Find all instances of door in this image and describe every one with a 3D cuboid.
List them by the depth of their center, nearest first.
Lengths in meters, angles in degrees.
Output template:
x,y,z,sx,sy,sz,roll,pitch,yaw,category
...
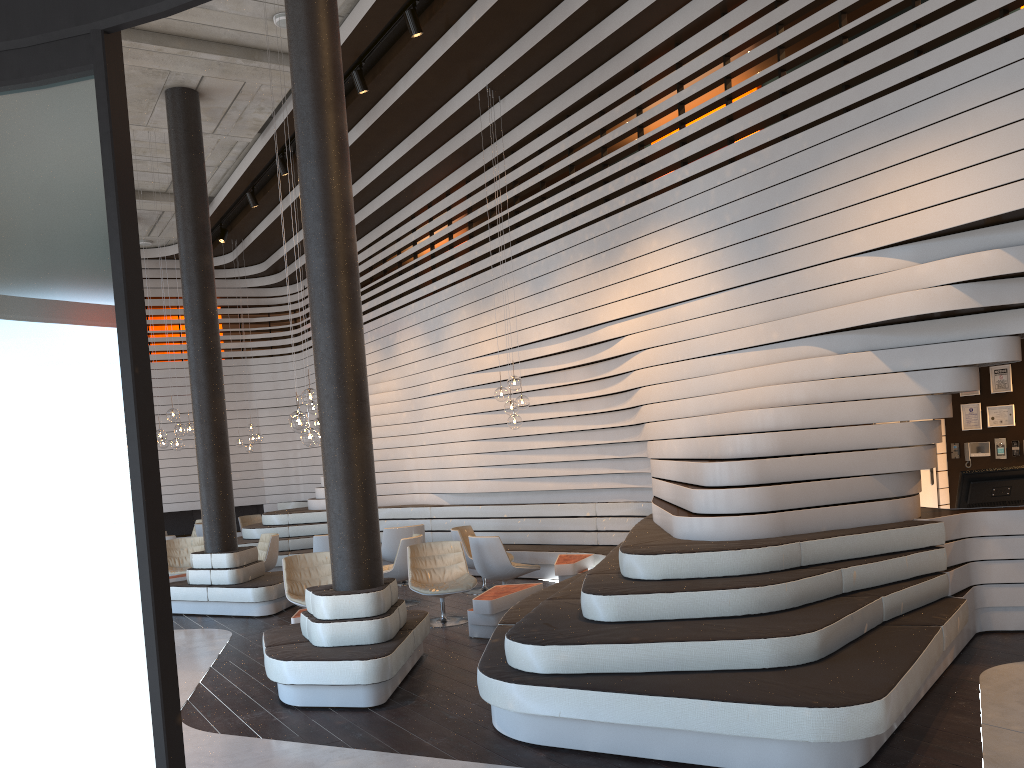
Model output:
x,y,z,sx,sy,sz,roll,pitch,yaw,category
-1.115,0.366,0.144,3.179,2.857,3.278,-4,-2,-24,door
3.953,0.952,8.838,0.962,2.110,0.164,-5,2,-30,door

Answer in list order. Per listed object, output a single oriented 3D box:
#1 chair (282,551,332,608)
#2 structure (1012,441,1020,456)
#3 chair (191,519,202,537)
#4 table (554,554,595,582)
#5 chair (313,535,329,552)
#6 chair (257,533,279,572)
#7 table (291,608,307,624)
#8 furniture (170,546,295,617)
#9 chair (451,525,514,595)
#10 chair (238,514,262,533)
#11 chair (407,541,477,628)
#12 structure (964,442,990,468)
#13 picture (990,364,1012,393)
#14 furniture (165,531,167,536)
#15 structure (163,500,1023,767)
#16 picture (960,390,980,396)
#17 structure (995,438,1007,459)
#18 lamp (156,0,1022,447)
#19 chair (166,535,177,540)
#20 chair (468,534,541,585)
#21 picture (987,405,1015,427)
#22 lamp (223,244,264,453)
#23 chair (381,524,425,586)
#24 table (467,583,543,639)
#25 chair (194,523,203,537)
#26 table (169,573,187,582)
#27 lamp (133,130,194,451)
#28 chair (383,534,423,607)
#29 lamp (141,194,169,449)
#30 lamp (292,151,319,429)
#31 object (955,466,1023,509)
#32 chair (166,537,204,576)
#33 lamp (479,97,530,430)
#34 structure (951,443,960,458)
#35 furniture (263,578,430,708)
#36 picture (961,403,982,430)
x,y,z,sx,sy,sz,roll,pitch,yaw,category
-1.850,2.031,8.484,0.651,0.768,0.717,-4,-1,-30,chair
4.855,0.620,8.493,0.019,0.147,0.063,-5,1,-31,structure
-6.040,2.953,16.528,0.704,0.768,0.662,-4,-1,-29,chair
0.721,2.140,9.895,0.414,0.370,0.905,-4,-3,6,table
-2.220,2.266,11.243,0.654,0.768,0.713,-4,-1,-11,chair
-3.406,2.385,11.624,0.705,0.768,0.662,-4,-1,-28,chair
-1.526,2.150,7.759,0.898,0.371,0.417,-3,-2,-28,table
-3.175,2.308,10.527,1.787,0.723,1.265,-6,-3,30,furniture
-0.342,2.063,10.431,0.713,0.768,0.653,-5,-1,14,chair
-4.812,2.878,16.774,0.717,0.768,0.651,-5,-1,32,chair
-0.692,1.955,8.643,0.653,0.768,0.714,-4,-1,-15,chair
4.660,0.712,8.831,0.026,0.254,0.260,-5,0,-33,structure
4.746,-0.049,8.560,0.014,0.263,0.204,-5,0,-31,picture
-6.393,2.879,14.874,1.263,0.723,1.790,-2,-4,-35,furniture
-1.910,2.267,12.636,5.723,0.928,18.392,-2,-5,-34,structure
4.582,-0.016,8.836,0.014,0.263,0.204,-5,0,-31,picture
4.781,0.631,8.624,0.012,0.202,0.106,-5,1,-31,structure
2.038,-2.353,3.805,8.958,4.620,42.317,-3,-5,-31,lamp
-5.187,2.641,13.239,0.658,0.768,0.709,-4,-1,6,chair
-0.084,1.969,9.433,0.704,0.768,0.662,-4,-1,-31,chair
4.761,0.312,8.591,0.014,0.202,0.265,-5,-1,-31,picture
-5.113,-1.025,16.596,0.543,4.685,0.293,-4,2,-5,lamp
-1.451,2.235,11.595,0.652,0.768,0.716,-4,-1,-24,chair
-0.100,2.060,7.999,0.417,0.371,0.899,-5,-3,32,table
-5.242,2.829,15.683,0.705,0.768,0.662,-4,-1,-26,chair
-4.155,2.605,11.168,0.897,0.371,0.417,-2,-3,-38,table
-4.542,-1.461,11.379,0.296,4.685,0.538,-3,2,44,lamp
-1.333,2.099,9.911,0.712,0.768,0.654,-4,-1,9,chair
-5.739,-1.140,13.696,0.277,4.638,0.539,-4,2,21,lamp
-2.859,-1.516,12.343,0.290,4.685,0.548,-6,2,-36,lamp
3.847,0.930,7.000,0.598,0.555,0.367,-5,0,10,object
-4.413,2.485,11.945,0.654,0.768,0.714,-4,-1,-13,chair
-0.176,-1.838,9.777,0.335,4.724,0.527,-4,2,21,lamp
4.541,0.684,9.029,0.009,0.155,0.087,-5,1,-31,structure
-1.365,1.878,6.625,1.277,0.723,1.771,-5,-3,5,furniture
4.608,0.329,8.847,0.014,0.263,0.204,-5,0,-31,picture
